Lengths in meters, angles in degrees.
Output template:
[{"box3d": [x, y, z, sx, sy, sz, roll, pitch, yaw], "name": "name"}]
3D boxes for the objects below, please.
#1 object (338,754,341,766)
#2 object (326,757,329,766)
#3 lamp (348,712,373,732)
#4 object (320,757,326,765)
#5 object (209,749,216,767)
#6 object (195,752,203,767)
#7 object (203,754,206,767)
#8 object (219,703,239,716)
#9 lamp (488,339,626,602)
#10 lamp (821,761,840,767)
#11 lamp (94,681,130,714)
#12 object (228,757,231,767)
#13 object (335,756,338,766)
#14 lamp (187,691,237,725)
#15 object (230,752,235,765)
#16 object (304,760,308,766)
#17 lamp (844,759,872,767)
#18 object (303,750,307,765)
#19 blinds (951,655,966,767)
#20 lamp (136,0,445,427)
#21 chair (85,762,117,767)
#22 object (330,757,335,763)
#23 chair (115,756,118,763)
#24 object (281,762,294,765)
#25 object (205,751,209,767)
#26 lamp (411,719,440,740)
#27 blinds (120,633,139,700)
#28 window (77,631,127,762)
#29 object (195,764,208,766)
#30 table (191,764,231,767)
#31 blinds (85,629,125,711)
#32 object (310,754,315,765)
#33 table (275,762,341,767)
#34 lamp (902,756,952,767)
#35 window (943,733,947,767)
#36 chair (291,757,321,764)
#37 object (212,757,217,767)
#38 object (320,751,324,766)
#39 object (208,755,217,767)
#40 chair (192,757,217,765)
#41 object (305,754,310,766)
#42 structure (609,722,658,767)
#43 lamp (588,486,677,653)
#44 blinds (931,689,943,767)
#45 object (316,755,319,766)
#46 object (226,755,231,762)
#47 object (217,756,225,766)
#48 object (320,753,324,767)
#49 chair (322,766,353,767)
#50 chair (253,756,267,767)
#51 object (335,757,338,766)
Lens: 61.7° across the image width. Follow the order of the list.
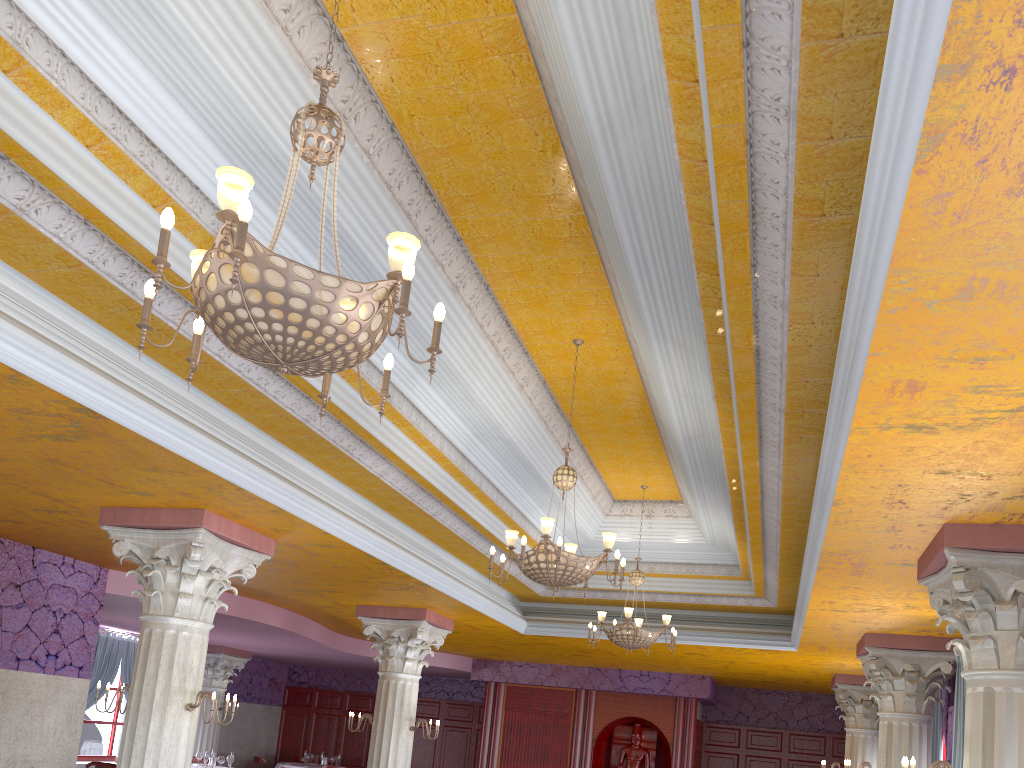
[{"box3d": [-4.001, 8.716, 19.803, 0.074, 0.320, 0.077, 4, -9, 9], "name": "object"}, {"box3d": [-4.198, 8.587, 19.418, 0.086, 0.226, 0.090, 6, -10, -2], "name": "object"}, {"box3d": [-2.091, 4.769, 12.054, 0.380, 0.260, 0.363, 4, -18, 5], "name": "lamp"}, {"box3d": [-4.344, 8.705, 19.807, 0.144, 0.202, 0.075, 6, -10, -2], "name": "object"}, {"box3d": [-5.522, 6.913, 15.803, 0.074, 0.320, 0.077, 4, -9, 9], "name": "object"}, {"box3d": [-5.744, 6.882, 15.694, 0.126, 0.252, 0.125, 14, -14, -35], "name": "object"}, {"box3d": [-5.635, 6.921, 15.730, 0.086, 0.226, 0.090, 6, -10, -2], "name": "object"}, {"box3d": [-4.172, 6.760, 16.255, 0.366, 1.126, 5.796, 15, -22, -42], "name": "object"}, {"box3d": [0.442, 0.632, 6.943, 0.980, 2.073, 0.987, 11, -12, -26], "name": "lamp"}, {"box3d": [3.442, 2.650, 5.011, 2.087, 3.413, 31.149, 2, -22, 18], "name": "lamp"}, {"box3d": [-3.440, 2.791, 7.588, 0.380, 0.260, 0.363, 4, -18, 5], "name": "lamp"}, {"box3d": [-5.144, 6.917, 15.600, 0.086, 0.226, 0.089, -4, -14, 42], "name": "object"}, {"box3d": [-4.112, 8.829, 20.017, 0.126, 0.252, 0.125, 14, -14, -35], "name": "object"}, {"box3d": [-2.559, 2.721, 7.206, 0.380, 0.260, 0.363, 4, -18, 5], "name": "lamp"}, {"box3d": [-5.071, 6.832, 15.498, 0.074, 0.320, 0.077, 4, -9, 9], "name": "object"}, {"box3d": [-4.689, 8.591, 19.548, 0.086, 0.226, 0.090, 6, -10, -2], "name": "object"}, {"box3d": [4.108, 4.590, 10.123, 0.380, 0.260, 0.363, 4, -18, 5], "name": "lamp"}, {"box3d": [-4.753, 8.584, 19.664, 0.074, 0.320, 0.077, 4, -9, 9], "name": "object"}, {"box3d": [4.550, 4.276, 8.509, 0.243, 3.353, 1.800, 3, -12, 19], "name": "blinds"}, {"box3d": [-0.699, -1.042, 3.163, 0.980, 2.073, 0.987, 11, -12, -26], "name": "lamp"}, {"box3d": [-6.246, 6.135, 12.628, 0.751, 1.039, 0.679, -3, -15, 32], "name": "chair"}, {"box3d": [-4.087, 8.601, 19.458, 0.122, 0.251, 0.128, -1, -13, 31], "name": "object"}, {"box3d": [-6.576, 6.991, 14.783, 0.660, 1.038, 0.774, 12, -15, -26], "name": "chair"}, {"box3d": [-5.062, 8.582, 19.357, 0.313, 0.023, 0.334, 6, -22, -2], "name": "object"}, {"box3d": [-5.372, 6.619, 15.054, 0.074, 0.320, 0.077, 4, -9, 9], "name": "object"}, {"box3d": [-1.197, 4.719, 11.716, 0.380, 0.260, 0.363, 4, -18, 5], "name": "lamp"}, {"box3d": [-7.279, 6.709, 17.013, 0.243, 3.173, 1.934, 3, -12, 17], "name": "blinds"}, {"box3d": [-8.164, 5.933, 16.386, 0.159, 2.413, 3.805, 3, -18, 18], "name": "window"}, {"box3d": [-5.827, 7.152, 16.078, 0.313, 0.023, 0.334, 6, -22, -2], "name": "object"}, {"box3d": [-5.510, 7.380, 15.340, 2.076, 0.906, 2.234, -1, -21, 18], "name": "table"}, {"box3d": [-7.815, 5.924, 15.240, 0.243, 3.172, 2.068, 3, -13, 19], "name": "blinds"}, {"box3d": [-4.674, 8.766, 19.999, 0.126, 0.252, 0.125, 14, -14, -35], "name": "object"}, {"box3d": [-4.440, 9.263, 19.645, 2.076, 0.906, 2.234, -1, -21, 18], "name": "table"}, {"box3d": [2.759, 2.612, 5.657, 0.380, 0.260, 0.363, 4, -18, 5], "name": "lamp"}, {"box3d": [6.257, 5.517, 11.892, 0.159, 2.413, 3.805, 3, -18, 18], "name": "window"}, {"box3d": [-5.012, 9.599, 20.724, 0.765, 1.039, 0.667, 13, -14, -26], "name": "chair"}, {"box3d": [-5.268, 6.703, 15.113, 0.085, 0.226, 0.090, 2, -11, 20], "name": "object"}, {"box3d": [-4.452, 8.797, 20.108, 0.074, 0.320, 0.077, 4, -9, 9], "name": "object"}, {"box3d": [-5.414, 6.822, 15.502, 0.144, 0.202, 0.075, 6, -10, -2], "name": "object"}, {"box3d": [-6.082, 7.715, 16.419, 0.765, 1.039, 0.667, 13, -14, -26], "name": "chair"}, {"box3d": [-4.648, 8.538, 19.440, 0.126, 0.252, 0.125, 14, -14, -35], "name": "object"}, {"box3d": [2.411, 7.834, 17.552, 0.962, 1.760, 0.675, 2, -11, 18], "name": "structure"}, {"box3d": [1.565, 2.279, 10.661, 0.980, 2.073, 0.987, 11, -12, -26], "name": "lamp"}, {"box3d": [5.317, 5.401, 11.049, 0.243, 3.353, 1.800, 3, -12, 17], "name": "blinds"}, {"box3d": [-4.566, 8.805, 20.035, 0.086, 0.226, 0.090, 6, -10, -2], "name": "object"}, {"box3d": [-5.182, 6.945, 15.711, 0.122, 0.251, 0.129, 4, -12, 9], "name": "object"}, {"box3d": [-5.156, 6.717, 15.153, 0.122, 0.251, 0.128, -1, -13, 31], "name": "object"}, {"box3d": [-4.302, 8.503, 19.359, 0.074, 0.320, 0.077, 4, -9, 9], "name": "object"}, {"box3d": [-3.855, 8.827, 18.573, 0.765, 1.039, 0.667, 13, -14, -26], "name": "chair"}, {"box3d": [-5.506, 8.874, 19.088, 0.660, 1.038, 0.774, 12, -15, -26], "name": "chair"}, {"box3d": [-4.074, 8.800, 19.905, 0.086, 0.226, 0.090, 6, -10, -2], "name": "object"}]
